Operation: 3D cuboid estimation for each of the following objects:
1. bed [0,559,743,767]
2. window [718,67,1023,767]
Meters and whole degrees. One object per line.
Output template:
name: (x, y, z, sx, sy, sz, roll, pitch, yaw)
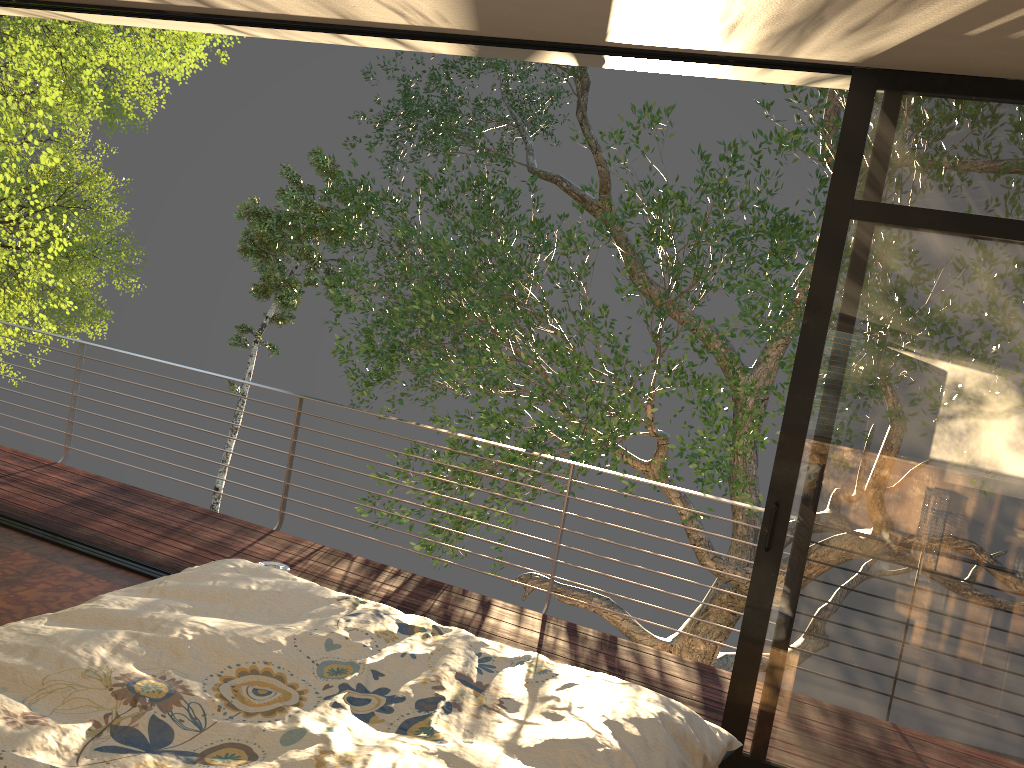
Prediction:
bed: (-0.593, 0.912, 1.689, 1.790, 0.710, 2.203, 12, 6, 21)
window: (-1.196, 0.025, 0.214, 10.109, 2.508, 6.995, 12, 6, 20)
